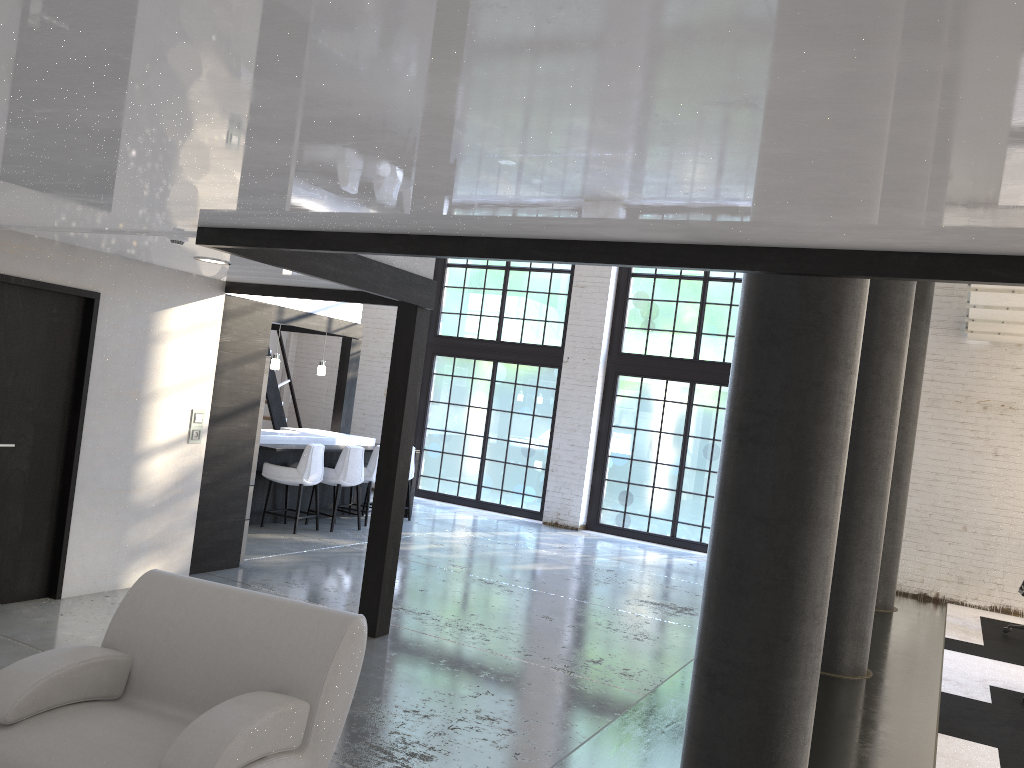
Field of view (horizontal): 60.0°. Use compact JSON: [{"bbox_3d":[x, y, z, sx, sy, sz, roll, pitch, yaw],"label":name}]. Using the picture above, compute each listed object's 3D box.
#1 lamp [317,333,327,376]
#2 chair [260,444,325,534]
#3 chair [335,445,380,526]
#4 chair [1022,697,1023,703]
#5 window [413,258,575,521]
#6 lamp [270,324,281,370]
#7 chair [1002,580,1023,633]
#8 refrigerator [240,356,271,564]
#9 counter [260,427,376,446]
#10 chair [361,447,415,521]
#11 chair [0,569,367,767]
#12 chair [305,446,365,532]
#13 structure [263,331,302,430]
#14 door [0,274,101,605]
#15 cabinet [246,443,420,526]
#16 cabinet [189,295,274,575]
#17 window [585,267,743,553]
[{"bbox_3d":[-3.168,-0.512,11.564,1.946,0.623,0.124,7,0,27],"label":"lamp"},{"bbox_3d":[-2.311,1.097,9.444,0.501,0.984,0.580,7,0,23],"label":"chair"},{"bbox_3d":[-1.776,1.184,10.505,0.501,0.984,0.579,7,0,18],"label":"chair"},{"bbox_3d":[4.035,1.759,6.103,0.792,1.085,0.771,7,0,11],"label":"chair"},{"bbox_3d":[-0.198,-0.667,13.244,2.489,5.179,0.138,7,0,27],"label":"window"},{"bbox_3d":[-2.738,-0.478,10.377,0.100,0.623,0.100,7,0,33],"label":"lamp"},{"bbox_3d":[5.220,1.932,8.506,0.792,1.085,0.771,7,0,11],"label":"chair"},{"bbox_3d":[-2.660,0.580,7.312,0.852,1.772,0.821,7,0,27],"label":"refrigerator"},{"bbox_3d":[-2.668,0.602,10.373,0.976,0.095,2.295,7,-1,27],"label":"counter"},{"bbox_3d":[-1.515,1.227,11.034,0.501,0.984,0.580,7,0,33],"label":"chair"},{"bbox_3d":[-1.216,1.187,3.117,1.006,0.785,1.026,7,-1,18],"label":"chair"},{"bbox_3d":[-1.945,1.151,9.875,0.501,0.984,0.580,7,0,38],"label":"chair"},{"bbox_3d":[-3.771,-0.137,13.140,0.928,3.186,1.664,7,0,27],"label":"structure"},{"bbox_3d":[-3.097,0.384,5.517,0.271,2.058,0.751,7,0,27],"label":"door"},{"bbox_3d":[-2.449,1.133,10.498,1.369,0.910,2.694,7,-1,27],"label":"cabinet"},{"bbox_3d":[-3.336,0.296,9.660,4.272,2.315,4.235,7,-1,27],"label":"cabinet"},{"bbox_3d":[2.467,-0.349,11.881,2.489,5.179,0.138,7,0,27],"label":"window"}]
